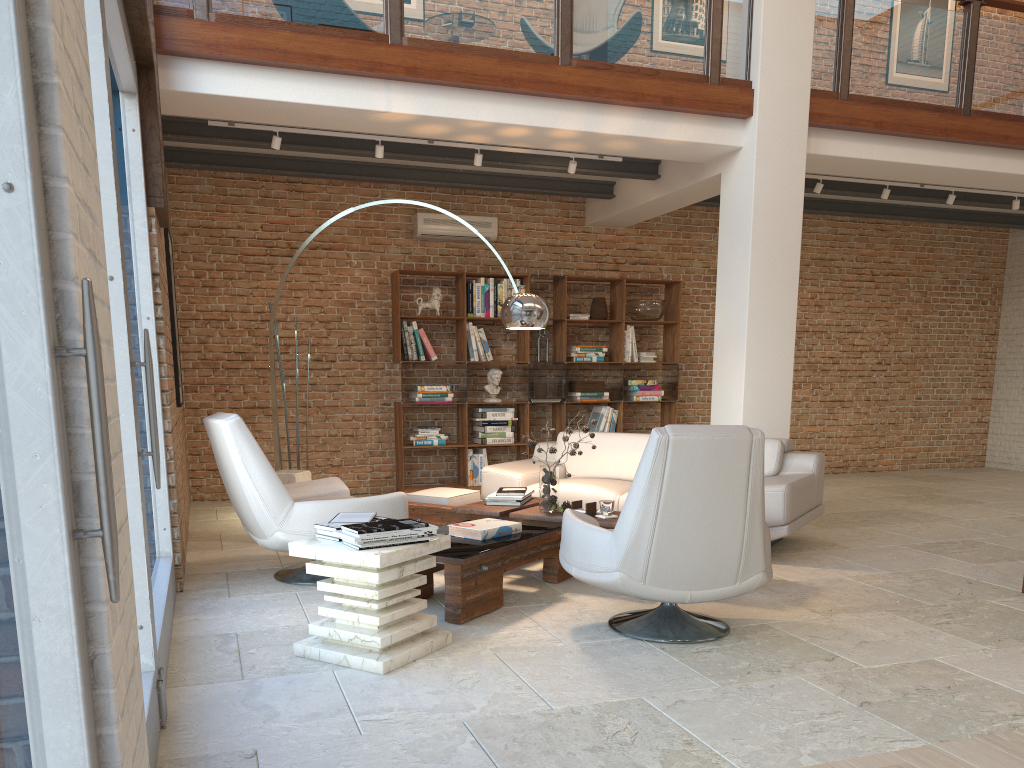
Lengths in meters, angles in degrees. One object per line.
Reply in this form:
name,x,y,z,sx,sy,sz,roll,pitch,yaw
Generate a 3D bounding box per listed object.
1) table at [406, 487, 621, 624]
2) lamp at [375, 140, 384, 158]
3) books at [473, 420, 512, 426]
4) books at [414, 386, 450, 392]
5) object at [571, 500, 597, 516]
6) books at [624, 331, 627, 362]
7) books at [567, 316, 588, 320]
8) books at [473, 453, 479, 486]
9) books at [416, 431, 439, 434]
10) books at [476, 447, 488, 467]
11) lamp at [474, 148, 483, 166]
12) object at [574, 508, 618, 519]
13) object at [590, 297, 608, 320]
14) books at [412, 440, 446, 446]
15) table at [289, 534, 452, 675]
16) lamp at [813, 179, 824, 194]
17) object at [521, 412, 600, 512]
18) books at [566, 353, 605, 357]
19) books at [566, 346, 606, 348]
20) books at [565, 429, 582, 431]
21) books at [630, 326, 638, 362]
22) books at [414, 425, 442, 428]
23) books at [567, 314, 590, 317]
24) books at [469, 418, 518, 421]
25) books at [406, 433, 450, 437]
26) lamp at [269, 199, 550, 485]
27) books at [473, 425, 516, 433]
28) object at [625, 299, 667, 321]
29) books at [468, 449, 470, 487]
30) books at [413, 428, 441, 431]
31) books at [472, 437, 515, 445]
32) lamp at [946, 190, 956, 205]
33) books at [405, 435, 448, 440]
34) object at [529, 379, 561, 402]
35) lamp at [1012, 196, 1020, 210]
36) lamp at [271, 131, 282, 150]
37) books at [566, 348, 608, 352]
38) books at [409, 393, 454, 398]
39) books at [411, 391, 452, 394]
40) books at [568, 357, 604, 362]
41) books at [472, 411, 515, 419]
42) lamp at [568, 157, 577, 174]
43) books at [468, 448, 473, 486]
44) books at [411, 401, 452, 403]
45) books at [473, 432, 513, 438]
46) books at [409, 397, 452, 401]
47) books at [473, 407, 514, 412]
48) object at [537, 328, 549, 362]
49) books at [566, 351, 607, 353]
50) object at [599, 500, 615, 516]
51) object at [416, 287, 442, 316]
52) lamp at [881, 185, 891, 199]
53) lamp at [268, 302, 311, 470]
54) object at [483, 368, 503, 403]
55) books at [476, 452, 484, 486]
table,0.027,0.949,5.139,2.194,0.438,1.943,1,1,32
lamp,-0.956,-1.692,6.291,0.060,0.124,0.084,-3,8,-17
books,-0.205,0.398,8.972,0.325,0.057,0.251,0,1,-24
books,-0.806,0.046,8.726,0.326,0.057,0.250,0,1,-17
object,0.423,0.733,5.125,0.113,0.084,0.093,4,6,42
books,1.144,-0.397,9.304,0.055,0.337,0.249,-4,8,-19
books,0.671,-0.679,9.035,0.205,0.034,0.130,0,1,-19
books,-0.409,0.880,9.018,0.057,0.338,0.249,-4,8,-19
books,-0.856,0.485,8.806,0.205,0.034,0.130,0,1,-19
books,-0.302,0.851,9.066,0.079,0.394,0.238,-4,9,-19
lamp,-0.253,-1.690,6.533,0.060,0.132,0.084,-3,8,-17
object,0.539,0.756,5.143,0.247,0.035,0.268,1,1,43
object,0.906,-0.779,9.093,0.192,0.238,0.190,4,8,28
books,-0.842,0.586,8.807,0.326,0.057,0.250,0,1,-9
table,-0.609,0.925,3.823,0.492,0.516,0.487,3,7,31
lamp,2.646,-1.700,7.525,0.085,0.132,0.058,7,11,40
object,0.334,0.466,5.314,0.313,0.621,0.535,8,10,41
books,0.757,-0.304,9.198,0.379,0.037,0.240,0,1,-19
books,0.770,-0.388,9.188,0.355,0.021,0.268,0,1,-21
books,0.660,0.505,9.329,0.132,0.034,0.202,-1,1,-24
books,1.261,-0.425,9.362,0.101,0.393,0.238,-4,9,-19
books,-0.848,0.432,8.785,0.251,0.017,0.159,0,1,-19
books,0.663,-0.705,9.034,0.235,0.019,0.168,0,1,-26
books,-0.193,0.359,8.982,0.443,0.021,0.267,0,1,-19
books,-0.847,0.512,8.790,0.378,0.018,0.240,0,1,-26
lamp,-0.732,-0.026,5.948,2.028,2.408,0.310,2,11,17
books,-0.183,0.460,9.003,0.377,0.066,0.241,-1,1,-32
object,1.433,-0.775,9.320,0.437,0.224,0.428,1,3,22
books,-0.485,0.853,8.979,0.036,0.392,0.238,-4,9,-20
books,-0.864,0.458,8.806,0.235,0.019,0.168,0,1,-26
books,-0.191,0.581,9.020,0.378,0.066,0.240,0,1,-25
lamp,4.030,-1.704,8.002,0.060,0.132,0.084,-3,8,-17
books,-0.865,0.539,8.800,0.379,0.037,0.240,0,1,-19
object,0.308,0.069,9.075,0.335,0.238,0.278,-1,5,-19
lamp,4.770,-1.706,8.249,0.059,0.132,0.085,5,9,31
lamp,-1.637,-1.686,6.056,0.085,0.132,0.058,7,11,40
books,0.779,-0.359,9.175,0.378,0.037,0.240,0,1,-25
books,-0.806,0.113,8.720,0.378,0.037,0.240,0,1,-25
books,-0.814,0.084,8.732,0.355,0.021,0.268,0,1,-21
books,0.779,-0.257,9.205,0.326,0.057,0.250,0,1,-9
books,-0.191,0.316,8.993,0.378,0.066,0.240,0,1,-25
lamp,0.470,-1.700,6.790,0.060,0.118,0.092,-2,7,-13
books,-0.456,0.853,9.006,0.036,0.392,0.238,-4,9,-20
books,-0.812,0.179,8.744,0.355,0.021,0.267,0,1,-19
books,-0.199,0.520,9.026,0.361,0.057,0.278,0,1,-17
books,-0.818,0.150,8.730,0.378,0.037,0.240,0,1,-24
books,-0.194,0.265,8.978,0.379,0.037,0.240,0,1,-19
object,0.316,-0.426,8.964,0.121,0.409,0.060,-3,11,-16
books,0.775,-0.331,9.188,0.378,0.018,0.240,0,1,-26
object,0.551,0.720,5.054,0.090,0.086,0.089,3,6,30
object,-0.809,-0.806,8.507,0.251,0.290,0.127,-1,9,-11
lamp,3.327,-1.702,7.761,0.060,0.132,0.084,-3,8,-17
lamp,-1.950,0.226,7.668,0.197,1.864,0.411,9,14,40
object,-0.196,0.013,8.919,0.196,0.358,0.188,-1,8,-4
books,-0.354,0.879,9.030,0.055,0.337,0.249,-4,8,-19
